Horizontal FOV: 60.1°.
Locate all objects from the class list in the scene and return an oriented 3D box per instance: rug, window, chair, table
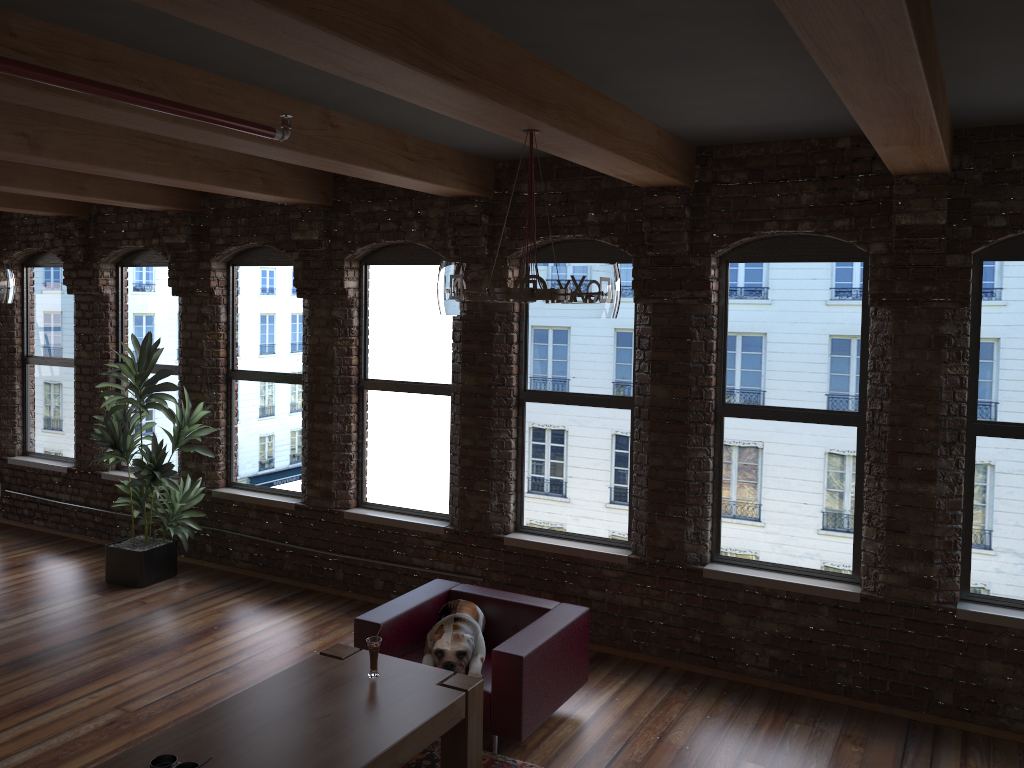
[{"bbox_3d":[-0.971,2.013,3.713,1.345,0.009,2.467,4,6,28],"label":"rug"},{"bbox_3d":[-4.735,-0.260,9.017,0.969,2.210,0.232,3,3,28],"label":"window"},{"bbox_3d":[1.727,0.164,5.560,0.969,2.210,0.235,3,3,28],"label":"window"},{"bbox_3d":[3.020,0.248,4.868,0.969,2.210,0.235,3,3,28],"label":"window"},{"bbox_3d":[-0.218,1.606,5.100,1.072,0.591,0.867,3,5,28],"label":"chair"},{"bbox_3d":[-3.441,-0.175,8.326,0.969,2.210,0.235,3,3,28],"label":"window"},{"bbox_3d":[-0.857,-0.006,6.943,0.969,2.210,0.235,3,3,28],"label":"window"},{"bbox_3d":[-0.950,1.738,3.746,0.901,0.548,1.754,3,5,28],"label":"table"},{"bbox_3d":[0.435,0.079,6.252,0.969,2.210,0.235,3,3,28],"label":"window"},{"bbox_3d":[-2.148,-0.091,7.634,0.969,2.210,0.235,3,3,28],"label":"window"}]

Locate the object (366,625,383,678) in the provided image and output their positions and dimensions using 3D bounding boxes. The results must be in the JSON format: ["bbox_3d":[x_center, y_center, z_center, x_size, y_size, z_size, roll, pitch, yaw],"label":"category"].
[{"bbox_3d":[-0.661,1.302,4.302,0.095,0.231,0.076,-1,3,-29],"label":"object"}]

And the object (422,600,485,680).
[{"bbox_3d":[-0.329,1.435,5.014,0.364,0.296,0.757,1,5,0],"label":"object"}]

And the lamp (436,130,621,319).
[{"bbox_3d":[0.079,-0.703,3.891,0.809,0.813,0.811,0,4,-21],"label":"lamp"}]

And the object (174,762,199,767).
[{"bbox_3d":[-1.228,1.469,3.338,0.099,0.043,0.099,-1,5,-24],"label":"object"}]

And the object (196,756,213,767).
[{"bbox_3d":[-1.197,1.443,3.341,0.137,0.079,0.045,1,3,-7],"label":"object"}]

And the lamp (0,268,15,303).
[{"bbox_3d":[-3.821,-0.959,5.978,0.809,0.813,0.811,0,4,-19],"label":"lamp"}]

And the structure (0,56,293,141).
[{"bbox_3d":[-2.520,-0.809,0.647,0.051,0.111,6.821,3,5,28],"label":"structure"}]

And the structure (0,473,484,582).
[{"bbox_3d":[-6.292,0.950,9.732,13.713,0.312,1.637,3,5,21],"label":"structure"}]

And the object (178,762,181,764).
[{"bbox_3d":[-1.223,1.502,3.226,0.469,0.001,0.353,4,6,28],"label":"object"}]

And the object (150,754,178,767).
[{"bbox_3d":[-1.333,1.463,3.391,0.099,0.043,0.099,-2,6,-36],"label":"object"}]

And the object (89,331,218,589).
[{"bbox_3d":[-3.096,0.593,7.482,1.082,2.099,0.967,4,4,41],"label":"object"}]
